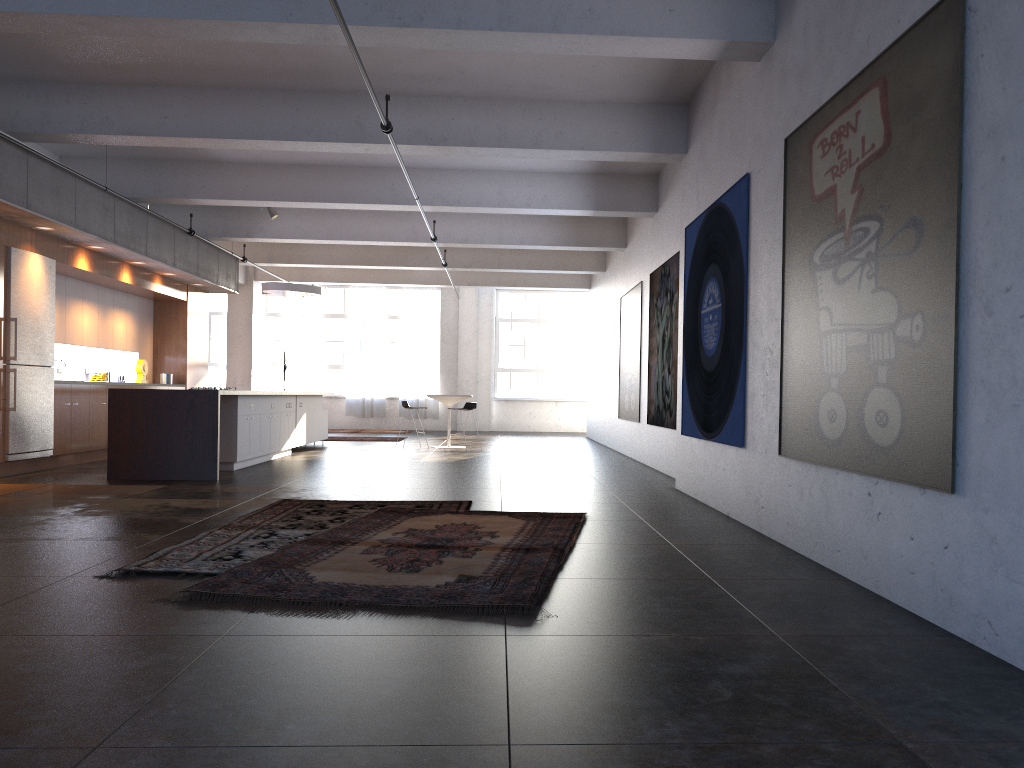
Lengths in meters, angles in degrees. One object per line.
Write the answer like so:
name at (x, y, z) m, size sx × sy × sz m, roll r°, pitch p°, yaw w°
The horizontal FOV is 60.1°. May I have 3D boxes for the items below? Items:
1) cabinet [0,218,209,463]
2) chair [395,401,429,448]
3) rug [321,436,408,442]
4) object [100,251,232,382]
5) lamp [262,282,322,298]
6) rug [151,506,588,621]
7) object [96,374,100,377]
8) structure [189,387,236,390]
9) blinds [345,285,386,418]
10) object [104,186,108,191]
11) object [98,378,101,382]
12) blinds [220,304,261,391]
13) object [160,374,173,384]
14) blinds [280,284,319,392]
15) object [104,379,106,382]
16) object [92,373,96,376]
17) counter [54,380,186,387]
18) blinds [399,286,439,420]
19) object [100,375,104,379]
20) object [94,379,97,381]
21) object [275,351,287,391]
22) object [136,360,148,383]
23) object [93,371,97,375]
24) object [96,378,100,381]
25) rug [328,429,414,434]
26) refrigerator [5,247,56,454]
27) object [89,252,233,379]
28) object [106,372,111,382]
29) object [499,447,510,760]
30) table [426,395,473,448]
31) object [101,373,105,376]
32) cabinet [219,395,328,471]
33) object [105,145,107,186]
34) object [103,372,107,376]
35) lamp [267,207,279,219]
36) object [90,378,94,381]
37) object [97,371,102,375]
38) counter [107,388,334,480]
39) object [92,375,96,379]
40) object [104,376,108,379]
cabinet at (-6.557, -0.443, 11.726) m, size 2.383 × 2.562 × 8.091 m, roll 1°, pitch -1°, yaw -1°
chair at (-1.754, 0.748, 15.629) m, size 0.513 × 0.895 × 0.456 m, roll 1°, pitch 0°, yaw -25°
rug at (-3.685, 1.117, 18.272) m, size 2.890 × 0.029 × 1.851 m, roll 1°, pitch -1°, yaw -3°
object at (-5.314, -1.155, 13.846) m, size 0.056 × 2.310 × 2.952 m, roll 1°, pitch 0°, yaw 18°
lamp at (-3.954, -1.630, 15.394) m, size 1.056 × 0.130 × 1.029 m, roll 0°, pitch -1°, yaw 44°
rug at (-0.481, 0.999, 5.476) m, size 1.866 × 0.048 × 3.541 m, roll 1°, pitch -1°, yaw 8°
object at (-5.257, -1.214, 9.774) m, size 0.057 × 2.190 × 5.585 m, roll 1°, pitch -1°, yaw -12°
structure at (-3.936, 0.077, 11.746) m, size 0.513 × 0.072 × 0.639 m, roll 1°, pitch -1°, yaw -2°
blinds at (-3.754, -0.964, 22.962) m, size 1.040 × 3.698 × 0.337 m, roll 1°, pitch 0°, yaw -6°
object at (-5.841, -0.102, 12.580) m, size 0.052 × 0.053 × 0.062 m, roll 1°, pitch 0°, yaw 5°
object at (-5.834, -1.498, 9.579) m, size 0.058 × 2.868 × 5.950 m, roll 1°, pitch 0°, yaw 0°
blinds at (-6.958, -1.010, 22.807) m, size 1.028 × 3.714 × 0.314 m, roll 1°, pitch 0°, yaw -4°
object at (-5.653, -0.080, 14.483) m, size 0.195 × 0.170 × 0.186 m, roll 1°, pitch 0°, yaw -43°
blinds at (-5.454, -0.983, 22.868) m, size 1.035 × 3.675 × 0.360 m, roll 1°, pitch 0°, yaw -4°
object at (-5.780, -0.050, 12.538) m, size 0.062 × 0.053 × 0.053 m, roll 1°, pitch 0°, yaw -15°
object at (-5.904, -0.137, 12.508) m, size 0.052 × 0.053 × 0.062 m, roll 1°, pitch 0°, yaw -44°
counter at (-6.195, -0.010, 12.496) m, size 1.610 × 0.039 × 4.452 m, roll 1°, pitch -1°, yaw -1°
blinds at (-2.384, -0.946, 23.050) m, size 1.033 × 3.751 × 0.341 m, roll 1°, pitch 0°, yaw -5°
object at (-5.255, -1.194, 11.418) m, size 0.054 × 2.228 × 2.372 m, roll 1°, pitch 0°, yaw -26°
object at (-5.856, -0.049, 12.482) m, size 0.051 × 0.055 × 0.060 m, roll 1°, pitch 0°, yaw -11°
object at (-5.493, 0.182, 20.870) m, size 1.182 × 1.920 × 1.053 m, roll 1°, pitch 0°, yaw -2°
object at (-5.774, -0.191, 13.840) m, size 0.100 × 0.381 × 0.274 m, roll 1°, pitch 0°, yaw -1°
object at (-5.863, -0.150, 12.457) m, size 0.058 × 0.060 × 0.051 m, roll 1°, pitch 0°, yaw 32°
object at (-5.820, -0.072, 12.460) m, size 0.052 × 0.053 × 0.061 m, roll 1°, pitch 0°, yaw -20°
rug at (-4.055, 1.167, 21.945) m, size 3.138 × 0.009 × 1.810 m, roll 1°, pitch -1°, yaw -3°
refrigerator at (-5.386, -0.350, 9.817) m, size 0.220 × 2.191 × 0.952 m, roll 1°, pitch 0°, yaw -4°
object at (-7.314, 0.307, 6.144) m, size 0.943 × 1.214 × 13.268 m, roll 1°, pitch -1°, yaw 10°
object at (-6.028, -0.124, 13.195) m, size 0.060 × 0.209 × 0.144 m, roll 1°, pitch 0°, yaw -1°
object at (-4.661, 1.155, 9.622) m, size 19.782 × 0.001 × 27.151 m, roll 1°, pitch -1°, yaw -2°
table at (-1.133, 0.673, 15.987) m, size 0.830 × 0.952 × 0.827 m, roll 1°, pitch 0°, yaw -2°
object at (-5.215, -1.222, 9.167) m, size 0.054 × 2.169 × 6.817 m, roll 1°, pitch -1°, yaw -9°
cabinet at (-3.748, 0.619, 13.306) m, size 0.923 × 0.930 × 5.638 m, roll 1°, pitch -1°, yaw -1°
object at (-5.805, -0.105, 12.539) m, size 0.050 × 0.053 × 0.065 m, roll 1°, pitch 0°, yaw 36°
object at (-5.775, -0.142, 12.563) m, size 0.057 × 0.060 × 0.053 m, roll 1°, pitch 0°, yaw 21°
lamp at (-3.745, -2.718, 13.814) m, size 0.225 × 0.287 × 0.130 m, roll 1°, pitch 0°, yaw -19°
object at (-7.199, 0.369, 6.199) m, size 0.054 × 1.095 × 12.840 m, roll 1°, pitch -1°, yaw 12°
object at (-5.220, -1.258, 7.665) m, size 0.059 × 2.164 × 9.844 m, roll 1°, pitch -1°, yaw -7°
counter at (-3.748, 0.582, 12.695) m, size 1.144 × 0.971 × 6.644 m, roll 1°, pitch -1°, yaw -1°
object at (-5.884, -0.102, 12.460) m, size 0.053 × 0.054 × 0.061 m, roll 1°, pitch 0°, yaw -11°
object at (-7.074, -1.277, 6.801) m, size 0.061 × 2.210 × 11.913 m, roll 1°, pitch -1°, yaw 13°
